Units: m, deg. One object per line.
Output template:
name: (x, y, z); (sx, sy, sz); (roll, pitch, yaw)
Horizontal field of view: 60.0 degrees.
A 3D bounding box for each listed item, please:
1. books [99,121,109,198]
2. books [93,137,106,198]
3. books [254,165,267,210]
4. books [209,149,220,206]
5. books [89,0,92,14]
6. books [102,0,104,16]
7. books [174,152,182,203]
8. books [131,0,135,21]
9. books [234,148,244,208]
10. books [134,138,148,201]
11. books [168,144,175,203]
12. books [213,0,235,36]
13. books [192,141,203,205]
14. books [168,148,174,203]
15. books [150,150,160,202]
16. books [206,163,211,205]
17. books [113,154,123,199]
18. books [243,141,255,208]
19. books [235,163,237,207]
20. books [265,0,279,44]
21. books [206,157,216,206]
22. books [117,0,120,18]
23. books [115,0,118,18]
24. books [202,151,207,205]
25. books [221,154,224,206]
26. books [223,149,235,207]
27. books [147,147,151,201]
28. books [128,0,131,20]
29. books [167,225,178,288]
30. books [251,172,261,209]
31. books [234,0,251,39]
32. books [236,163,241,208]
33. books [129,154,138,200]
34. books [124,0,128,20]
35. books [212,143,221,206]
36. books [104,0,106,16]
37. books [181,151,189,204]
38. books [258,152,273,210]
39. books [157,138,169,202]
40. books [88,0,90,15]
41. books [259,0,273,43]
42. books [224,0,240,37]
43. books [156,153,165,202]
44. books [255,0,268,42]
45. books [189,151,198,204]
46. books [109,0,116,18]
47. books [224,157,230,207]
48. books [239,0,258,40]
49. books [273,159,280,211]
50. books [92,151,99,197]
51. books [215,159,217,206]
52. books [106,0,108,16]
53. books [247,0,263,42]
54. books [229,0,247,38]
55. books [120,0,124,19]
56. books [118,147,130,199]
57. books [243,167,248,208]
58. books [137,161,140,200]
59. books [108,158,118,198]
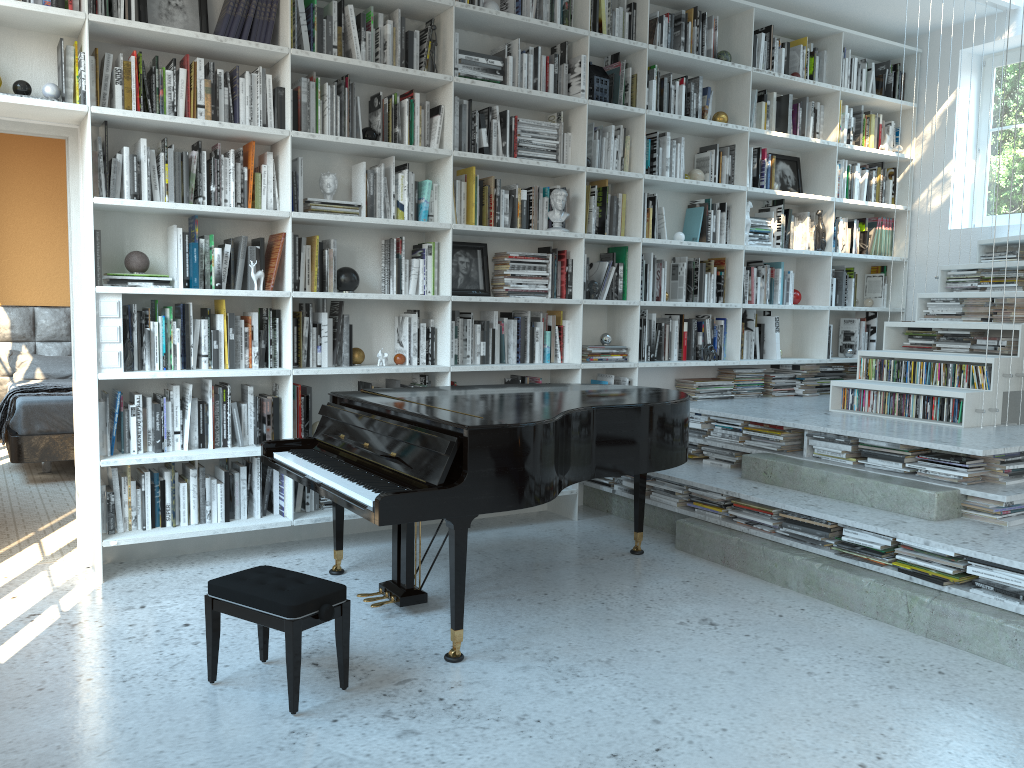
books: (-1.775, -0.959, 3.859); (0.012, 0.334, 0.184); (-2, 6, -31)
books: (-1.793, -0.925, 3.854); (0.027, 0.266, 0.176); (-2, 6, -31)
books: (-1.204, -0.925, 4.239); (0.031, 0.223, 0.144); (-2, 6, -31)
books: (-1.382, -0.943, 4.124); (0.012, 0.272, 0.145); (-2, 6, -31)
books: (-1.808, -1.628, 3.793); (0.015, 0.207, 0.172); (-2, 6, -31)
books: (-1.768, -1.656, 3.803); (0.009, 0.260, 0.183); (-2, 6, -31)
books: (-1.529, -0.920, 4.022); (0.024, 0.237, 0.166); (-2, 6, -31)
books: (-1.664, -1.636, 3.859); (0.012, 0.214, 0.185); (-2, 6, -31)
books: (-1.295, -0.958, 4.192); (0.015, 0.293, 0.143); (-2, 6, -31)
books: (-1.656, -0.939, 3.958); (0.023, 0.281, 0.174); (-2, 6, -31)
books: (-1.552, -0.938, 4.026); (0.011, 0.271, 0.157); (-2, 6, -31)
books: (-1.329, -1.679, 4.084); (0.110, 0.280, 0.174); (-2, 6, -31)
books: (-1.449, -0.954, 4.078); (0.013, 0.300, 0.151); (-2, 6, -31)
books: (-1.557, -0.924, 4.003); (0.021, 0.248, 0.188); (-2, 6, -31)
books: (-1.624, -0.922, 3.997); (0.049, 0.243, 0.139); (-2, 6, -31)
books: (-1.423, -0.909, 4.111); (0.021, 0.205, 0.129); (-2, 6, -31)
books: (-1.747, -0.900, 3.911); (0.042, 0.209, 0.143); (-2, 6, -31)
books: (-1.255, -0.974, 4.198); (0.035, 0.326, 0.170); (-2, 6, -31)
books: (-1.320, -0.918, 4.170); (0.012, 0.217, 0.160); (-2, 6, -31)
books: (-1.156, -1.689, 4.183); (0.078, 0.286, 0.174); (-2, 6, -31)
books: (-1.401, -0.920, 4.107); (0.013, 0.229, 0.176); (-2, 6, -31)
books: (-1.715, -1.668, 3.836); (0.005, 0.281, 0.190); (-2, 6, -31)
books: (-1.726, -1.650, 3.833); (0.019, 0.244, 0.153); (-2, 6, -31)
books: (-1.440, -0.934, 4.097); (0.021, 0.257, 0.155); (-2, 6, -31)
books: (-1.369, -0.934, 4.145); (0.011, 0.252, 0.139); (-2, 6, -31)
books: (-1.324, -0.946, 4.149); (0.015, 0.275, 0.157); (-2, 6, -31)
books: (-1.637, -0.921, 3.961); (0.011, 0.246, 0.176); (-2, 6, -31)
books: (-1.678, -1.656, 3.858); (0.012, 0.255, 0.166); (-2, 6, -31)
books: (-1.553, -0.578, 4.055); (0.012, 0.285, 0.159); (-2, 6, -31)
books: (-1.230, -0.904, 4.225); (0.030, 0.183, 0.151); (-2, 6, -31)
books: (-1.275, -1.681, 4.127); (0.110, 0.280, 0.174); (-2, 6, -31)
books: (-1.309, -0.921, 4.182); (0.021, 0.221, 0.148); (-2, 6, -31)
books: (-1.685, -0.897, 3.918); (0.028, 0.204, 0.188); (-2, 6, -31)
books: (-1.689, -1.654, 3.853); (0.011, 0.250, 0.168); (-2, 6, -31)
books: (-1.380, -0.961, 4.141); (0.011, 0.304, 0.129); (-2, 6, -31)
books: (-1.764, -1.652, 3.816); (0.010, 0.249, 0.166); (-2, 6, -31)
books: (-1.505, -0.924, 4.047); (0.023, 0.243, 0.184); (-2, 6, -31)
books: (-1.181, -0.957, 4.255); (0.027, 0.286, 0.148); (-2, 6, -31)
books: (-1.574, -0.947, 4.000); (0.011, 0.293, 0.183); (-2, 6, -31)
books: (-1.815, -1.668, 3.780); (0.006, 0.287, 0.148); (-2, 6, -31)
books: (-1.183, -1.690, 4.183); (0.078, 0.286, 0.174); (-2, 6, -31)
books: (-1.314, -1.680, 4.104); (0.110, 0.280, 0.174); (-2, 6, -31)
books: (-1.587, -0.915, 3.998); (0.014, 0.230, 0.148); (-2, 6, -31)
books: (-1.204, -1.690, 4.175); (0.078, 0.286, 0.174); (-2, 6, -31)
books: (-1.484, -0.933, 4.079); (0.048, 0.256, 0.141); (-2, 6, -31)
books: (-1.731, -1.636, 3.819); (0.018, 0.219, 0.186); (-2, 6, -31)
books: (-1.357, -0.931, 4.164); (0.028, 0.243, 0.131); (-2, 6, -31)
books: (-1.239, -1.683, 4.126); (0.097, 0.283, 0.174); (-2, 6, -31)
books: (-1.155, -0.944, 4.274); (0.036, 0.258, 0.123); (-2, 6, -31)
books: (-1.822, -0.898, 3.859); (0.026, 0.209, 0.155); (-2, 6, -31)
books: (-1.396, -0.921, 4.123); (0.013, 0.228, 0.151); (-2, 6, -31)
books: (-1.747, -1.649, 3.802); (0.004, 0.246, 0.188); (-2, 6, -31)
books: (-1.221, -1.689, 4.160); (0.078, 0.286, 0.174); (-2, 6, -31)
books: (-1.285, -1.679, 4.100); (0.110, 0.280, 0.174); (-2, 6, -31)
books: (-1.698, -1.657, 3.836); (0.023, 0.258, 0.183); (-2, 6, -31)
books: (-1.711, -0.913, 3.912); (0.022, 0.236, 0.177); (-2, 6, -31)
books: (-1.277, -0.912, 4.191); (0.013, 0.203, 0.161); (-2, 6, -31)
books: (-1.687, -0.893, 3.969); (0.021, 0.188, 0.129); (-2, 6, -31)
books: (-1.758, -0.885, 3.884); (0.037, 0.182, 0.189); (-2, 6, -31)
